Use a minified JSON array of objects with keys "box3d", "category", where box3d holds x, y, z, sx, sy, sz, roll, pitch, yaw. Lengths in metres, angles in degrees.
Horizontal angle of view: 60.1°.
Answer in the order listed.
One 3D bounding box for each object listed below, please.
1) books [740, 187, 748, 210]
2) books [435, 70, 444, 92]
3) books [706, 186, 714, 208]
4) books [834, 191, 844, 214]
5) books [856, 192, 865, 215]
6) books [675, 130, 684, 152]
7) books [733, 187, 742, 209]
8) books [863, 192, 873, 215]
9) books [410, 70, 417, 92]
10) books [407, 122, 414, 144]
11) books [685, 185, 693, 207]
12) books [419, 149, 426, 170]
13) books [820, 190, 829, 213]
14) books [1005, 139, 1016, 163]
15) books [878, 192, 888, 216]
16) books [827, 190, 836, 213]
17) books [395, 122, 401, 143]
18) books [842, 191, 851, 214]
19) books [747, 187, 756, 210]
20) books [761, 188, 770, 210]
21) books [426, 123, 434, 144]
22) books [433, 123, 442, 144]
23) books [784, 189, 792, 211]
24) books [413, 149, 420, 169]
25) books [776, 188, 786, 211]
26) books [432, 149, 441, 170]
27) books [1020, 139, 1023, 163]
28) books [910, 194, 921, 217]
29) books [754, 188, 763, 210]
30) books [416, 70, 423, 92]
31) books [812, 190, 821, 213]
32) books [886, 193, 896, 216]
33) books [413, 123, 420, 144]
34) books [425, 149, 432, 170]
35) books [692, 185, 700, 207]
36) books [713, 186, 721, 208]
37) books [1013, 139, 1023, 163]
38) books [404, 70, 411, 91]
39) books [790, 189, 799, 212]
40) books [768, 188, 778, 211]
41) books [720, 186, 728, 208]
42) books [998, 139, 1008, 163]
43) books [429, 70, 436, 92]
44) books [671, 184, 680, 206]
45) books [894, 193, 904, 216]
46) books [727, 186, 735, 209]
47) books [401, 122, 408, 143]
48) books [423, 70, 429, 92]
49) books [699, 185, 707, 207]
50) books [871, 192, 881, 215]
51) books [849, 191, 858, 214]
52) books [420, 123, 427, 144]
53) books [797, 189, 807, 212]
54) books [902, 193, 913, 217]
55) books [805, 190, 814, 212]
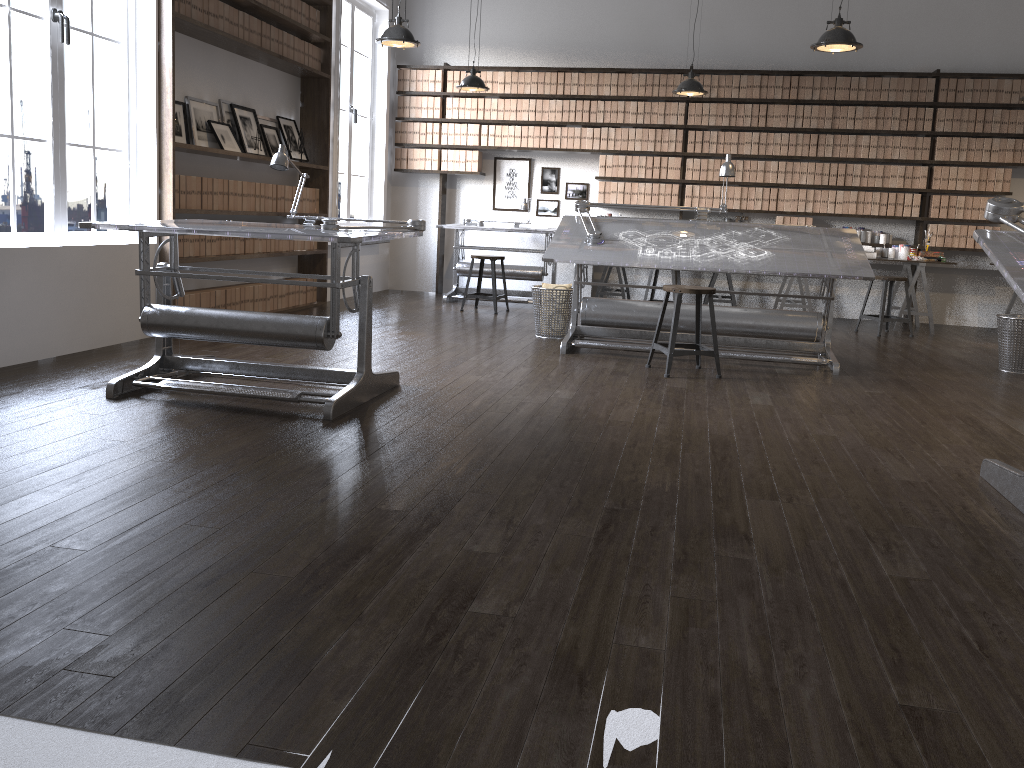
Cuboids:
[{"box3d":[2.362,-1.890,9.029,0.067,0.224,0.176,4,9,11],"category":"books"},{"box3d":[-0.764,-3.243,9.517,0.067,0.224,0.176,4,9,11],"category":"books"},{"box3d":[2.030,-1.918,9.094,0.067,0.224,0.176,4,9,11],"category":"books"},{"box3d":[3.259,-1.812,8.846,0.067,0.224,0.176,4,9,11],"category":"books"},{"box3d":[3.452,-1.796,8.810,0.067,0.224,0.176,4,9,11],"category":"books"},{"box3d":[1.720,-2.486,9.090,0.067,0.224,0.176,4,9,11],"category":"books"},{"box3d":[2.295,-1.894,9.036,0.067,0.224,0.176,4,9,11],"category":"books"},{"box3d":[3.522,-1.790,8.796,0.067,0.224,0.175,4,9,11],"category":"books"},{"box3d":[-1.040,-3.266,9.572,0.067,0.224,0.175,4,9,11],"category":"books"},{"box3d":[-1.082,-2.727,9.652,0.067,0.224,0.175,4,9,11],"category":"books"},{"box3d":[1.822,-1.935,9.131,0.067,0.224,0.176,4,9,11],"category":"books"},{"box3d":[-0.955,-2.441,9.655,0.067,0.224,0.176,4,9,11],"category":"books"},{"box3d":[3.120,-1.825,8.876,0.067,0.224,0.176,4,9,11],"category":"books"},{"box3d":[4.741,-2.224,8.477,0.067,0.224,0.176,4,9,11],"category":"books"},{"box3d":[3.661,-1.778,8.768,0.067,0.224,0.176,4,9,11],"category":"books"},{"box3d":[3.188,-1.818,8.858,0.067,0.224,0.176,4,9,11],"category":"books"},{"box3d":[-1.218,-2.737,9.674,0.067,0.224,0.176,4,9,11],"category":"books"},{"box3d":[3.321,-1.807,8.835,0.067,0.224,0.176,4,9,11],"category":"books"},{"box3d":[2.432,-1.884,9.015,0.067,0.224,0.175,4,9,11],"category":"books"},{"box3d":[2.571,-1.872,8.987,0.067,0.224,0.176,4,9,11],"category":"books"},{"box3d":[-0.871,-2.708,9.605,0.067,0.224,0.176,4,9,11],"category":"books"},{"box3d":[-0.797,-2.702,9.596,0.067,0.224,0.176,4,9,11],"category":"books"},{"box3d":[2.780,-1.854,8.943,0.067,0.224,0.176,4,9,11],"category":"books"},{"box3d":[-1.016,-2.447,9.671,0.067,0.224,0.176,4,9,11],"category":"books"},{"box3d":[2.716,-1.859,8.958,0.067,0.224,0.176,4,9,11],"category":"books"},{"box3d":[-0.812,-2.430,9.630,0.067,0.224,0.175,4,9,11],"category":"books"},{"box3d":[4.878,-2.213,8.455,0.067,0.224,0.175,4,9,11],"category":"books"},{"box3d":[3.956,-1.752,8.706,0.067,0.224,0.176,4,9,11],"category":"books"},{"box3d":[2.500,-1.877,8.997,0.067,0.224,0.175,4,9,11],"category":"books"},{"box3d":[-0.971,-3.261,9.562,0.067,0.224,0.175,4,9,11],"category":"books"},{"box3d":[3.052,-1.831,8.891,0.067,0.224,0.175,4,9,11],"category":"books"},{"box3d":[3.733,-1.771,8.748,0.067,0.224,0.176,4,9,11],"category":"books"},{"box3d":[-1.013,-2.720,9.634,0.067,0.224,0.175,4,9,11],"category":"books"},{"box3d":[-0.884,-2.435,9.641,0.067,0.224,0.176,4,9,11],"category":"books"},{"box3d":[1.893,-1.930,9.120,0.067,0.224,0.175,4,9,11],"category":"books"},{"box3d":[2.098,-1.912,9.077,0.067,0.224,0.176,4,9,11],"category":"books"},{"box3d":[4.808,-2.219,8.469,0.067,0.224,0.176,4,9,11],"category":"books"},{"box3d":[-1.112,-3.272,9.583,0.067,0.224,0.176,4,9,11],"category":"books"},{"box3d":[2.841,-1.847,8.926,0.067,0.224,0.176,4,9,11],"category":"books"},{"box3d":[2.643,-1.865,8.967,0.067,0.224,0.176,4,9,11],"category":"books"},{"box3d":[2.169,-1.906,9.065,0.067,0.224,0.176,4,9,11],"category":"books"},{"box3d":[4.677,-2.231,8.494,0.067,0.224,0.176,4,9,11],"category":"books"},{"box3d":[-0.835,-3.248,9.529,0.067,0.224,0.176,4,9,11],"category":"books"},{"box3d":[1.692,-1.947,9.158,0.067,0.224,0.176,4,9,11],"category":"books"},{"box3d":[3.806,-1.766,8.739,0.067,0.224,0.176,4,9,11],"category":"books"},{"box3d":[2.231,-1.901,9.054,0.067,0.224,0.176,4,9,11],"category":"books"},{"box3d":[-1.151,-2.733,9.666,0.067,0.224,0.176,4,9,11],"category":"books"},{"box3d":[-0.903,-3.255,9.547,0.067,0.224,0.176,4,9,11],"category":"books"},{"box3d":[1.962,-1.925,9.110,0.067,0.224,0.175,4,9,11],"category":"books"},{"box3d":[3.590,-1.784,8.778,0.067,0.224,0.175,4,9,11],"category":"books"},{"box3d":[3.385,-1.801,8.817,0.067,0.224,0.176,4,9,11],"category":"books"},{"box3d":[-0.943,-2.715,9.625,0.067,0.224,0.176,4,9,11],"category":"books"},{"box3d":[2.912,-1.841,8.912,0.067,0.224,0.176,4,9,11],"category":"books"},{"box3d":[3.879,-1.759,8.719,0.067,0.224,0.176,4,9,11],"category":"books"},{"box3d":[2.983,-1.836,8.901,0.067,0.224,0.175,4,9,11],"category":"books"}]
